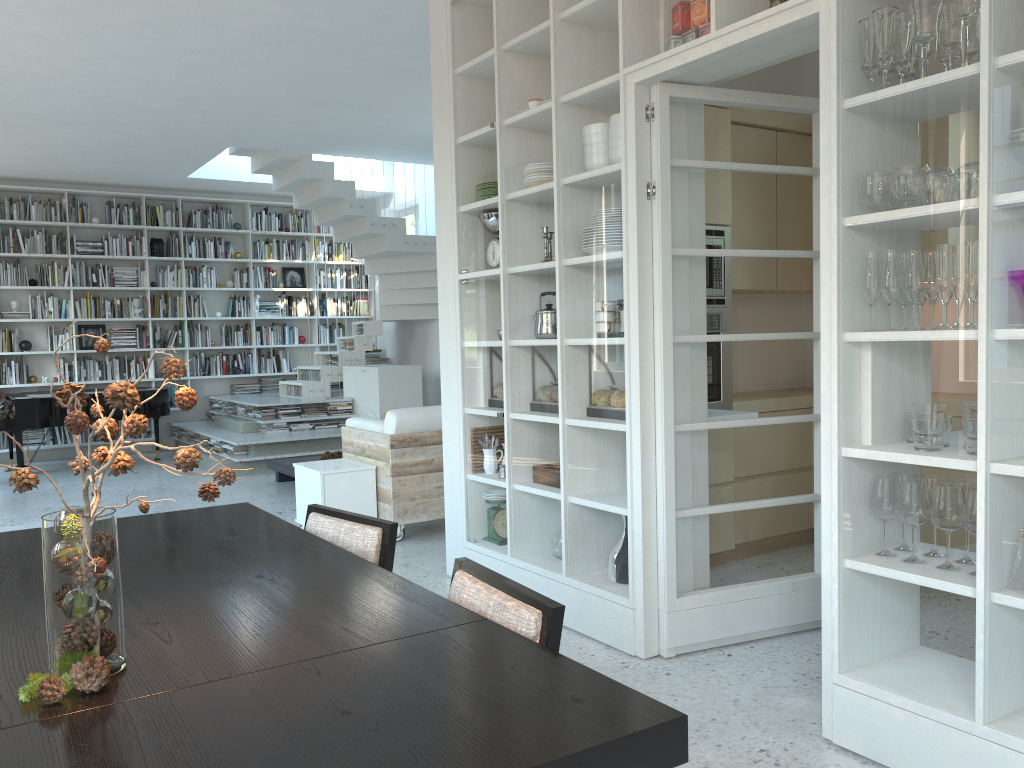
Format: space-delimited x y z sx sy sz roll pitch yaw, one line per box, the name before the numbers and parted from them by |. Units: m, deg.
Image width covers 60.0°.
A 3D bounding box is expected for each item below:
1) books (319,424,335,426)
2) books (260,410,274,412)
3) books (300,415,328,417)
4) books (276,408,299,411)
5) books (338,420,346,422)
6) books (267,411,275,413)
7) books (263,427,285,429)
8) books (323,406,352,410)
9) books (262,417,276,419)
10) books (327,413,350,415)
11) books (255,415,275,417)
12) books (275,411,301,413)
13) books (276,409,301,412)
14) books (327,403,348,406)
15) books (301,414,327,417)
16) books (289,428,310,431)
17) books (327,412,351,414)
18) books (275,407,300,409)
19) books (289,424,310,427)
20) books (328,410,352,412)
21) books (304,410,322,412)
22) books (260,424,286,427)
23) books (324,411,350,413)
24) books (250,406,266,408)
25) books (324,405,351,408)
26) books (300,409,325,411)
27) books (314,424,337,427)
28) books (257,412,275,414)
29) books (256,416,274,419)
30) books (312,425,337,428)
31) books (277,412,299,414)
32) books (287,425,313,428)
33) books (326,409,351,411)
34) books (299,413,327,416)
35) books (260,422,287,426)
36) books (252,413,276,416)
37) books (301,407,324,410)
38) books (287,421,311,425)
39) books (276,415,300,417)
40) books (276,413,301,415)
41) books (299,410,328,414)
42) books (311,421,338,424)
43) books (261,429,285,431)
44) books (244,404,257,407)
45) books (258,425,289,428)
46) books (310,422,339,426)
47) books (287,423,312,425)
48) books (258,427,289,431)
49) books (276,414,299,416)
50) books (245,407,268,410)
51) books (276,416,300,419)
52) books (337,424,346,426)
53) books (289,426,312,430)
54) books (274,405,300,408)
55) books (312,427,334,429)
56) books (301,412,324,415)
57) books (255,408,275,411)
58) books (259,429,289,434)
books | -2.109 0.452 9.904 0.273 0.009 0.129 -3 3 -30
books | -2.709 0.293 9.753 0.132 0.009 0.269 -3 3 -29
books | -2.234 0.355 9.933 0.291 0.007 0.174 -3 3 -30
books | -2.480 0.275 9.788 0.220 0.018 0.154 -3 4 -32
books | -1.887 0.418 10.048 0.215 0.007 0.130 -3 3 -31
books | -2.687 0.301 9.767 0.090 0.011 0.190 -4 4 -35
books | -2.576 0.469 9.579 0.210 0.012 0.168 -3 3 -29
books | -1.987 0.270 10.092 0.284 0.030 0.177 -3 4 -32
books | -2.705 0.372 9.759 0.144 0.009 0.249 -3 4 -33
books | -1.985 0.337 10.095 0.220 0.011 0.177 -4 4 -35
books | -2.713 0.347 9.753 0.152 0.015 0.208 -4 4 -36
books | -2.477 0.304 9.787 0.260 0.009 0.153 -3 3 -30
books | -2.466 0.293 9.768 0.230 0.015 0.190 -3 3 -28
books | -1.988 0.231 10.089 0.192 0.024 0.167 -3 3 -28
books | -2.234 0.349 9.932 0.287 0.005 0.165 -3 3 -28
books | -2.342 0.495 9.745 0.208 0.015 0.152 -4 4 -35
books | -1.990 0.327 10.103 0.259 0.009 0.152 -4 4 -36
books | -2.476 0.262 9.781 0.228 0.009 0.159 -4 4 -37
books | -2.347 0.448 9.748 0.210 0.018 0.134 -3 3 -30
books | -1.980 0.304 10.085 0.281 0.008 0.181 -3 3 -28
books | -2.242 0.297 9.939 0.179 0.010 0.160 -3 3 -31
books | -2.585 0.445 9.592 0.257 0.010 0.132 -3 3 -29
books | -1.993 0.315 10.107 0.262 0.016 0.132 -4 4 -38
books | -2.876 0.252 9.973 0.170 0.008 0.208 -3 3 -30
books | -1.984 0.249 10.085 0.261 0.012 0.179 -3 3 -29
books | -2.239 0.286 9.933 0.245 0.013 0.172 -4 4 -34
books | -2.099 0.459 9.889 0.254 0.005 0.161 -4 4 -37
books | -2.705 0.314 9.756 0.137 0.012 0.242 -3 4 -32
books | -2.718 0.362 9.750 0.161 0.014 0.212 -3 3 -29
books | -2.095 0.471 9.885 0.250 0.018 0.177 -3 3 -30
books | -2.475 0.315 9.785 0.210 0.012 0.168 -3 4 -32
books | -2.341 0.463 9.739 0.272 0.012 0.158 -4 4 -35
books | -1.991 0.292 10.101 0.267 0.014 0.160 -4 4 -34
books | -2.245 0.339 9.948 0.293 0.014 0.133 -4 4 -36
books | -2.578 0.428 9.579 0.233 0.025 0.157 -4 4 -38
books | -2.725 0.328 9.744 0.184 0.014 0.297 -4 4 -34
books | -2.236 0.274 9.927 0.203 0.011 0.173 -4 4 -38
books | -2.346 0.427 9.743 0.220 0.013 0.149 -4 4 -34
books | -2.479 0.351 9.794 0.227 0.013 0.148 -4 4 -35
books | -2.469 0.327 9.777 0.215 0.013 0.189 -4 4 -34
books | -2.229 0.310 9.921 0.273 0.014 0.187 -4 4 -38
books | -2.107 0.427 9.884 0.274 0.009 0.176 -3 4 -33
books | -2.579 0.490 9.586 0.264 0.006 0.164 -3 4 -32
books | -2.888 0.237 9.964 0.189 0.022 0.237 -3 3 -28
books | -2.578 0.457 9.582 0.292 0.012 0.159 -3 3 -30
books | -2.095 0.440 9.881 0.287 0.018 0.190 -4 4 -34
books | -2.345 0.436 9.742 0.242 0.005 0.152 -3 4 -32
books | -2.579 0.483 9.586 0.285 0.008 0.159 -4 4 -35
books | -2.482 0.339 9.798 0.207 0.012 0.131 -4 4 -37
books | -2.876 0.269 9.973 0.168 0.013 0.281 -4 4 -36
books | -2.470 0.365 9.783 0.216 0.015 0.177 -4 4 -35
books | -1.882 0.451 10.043 0.234 0.017 0.151 -3 4 -32
books | -2.335 0.479 9.731 0.232 0.019 0.169 -4 4 -38
books | -2.487 0.249 9.797 0.261 0.016 0.128 -4 4 -34
books | -2.106 0.484 9.904 0.249 0.009 0.144 -4 4 -34
books | -2.237 0.325 9.934 0.214 0.015 0.177 -3 4 -32
books | -2.712 0.282 9.750 0.149 0.014 0.228 -4 4 -35
books | -2.567 0.506 9.571 0.262 0.023 0.200 -4 4 -35
